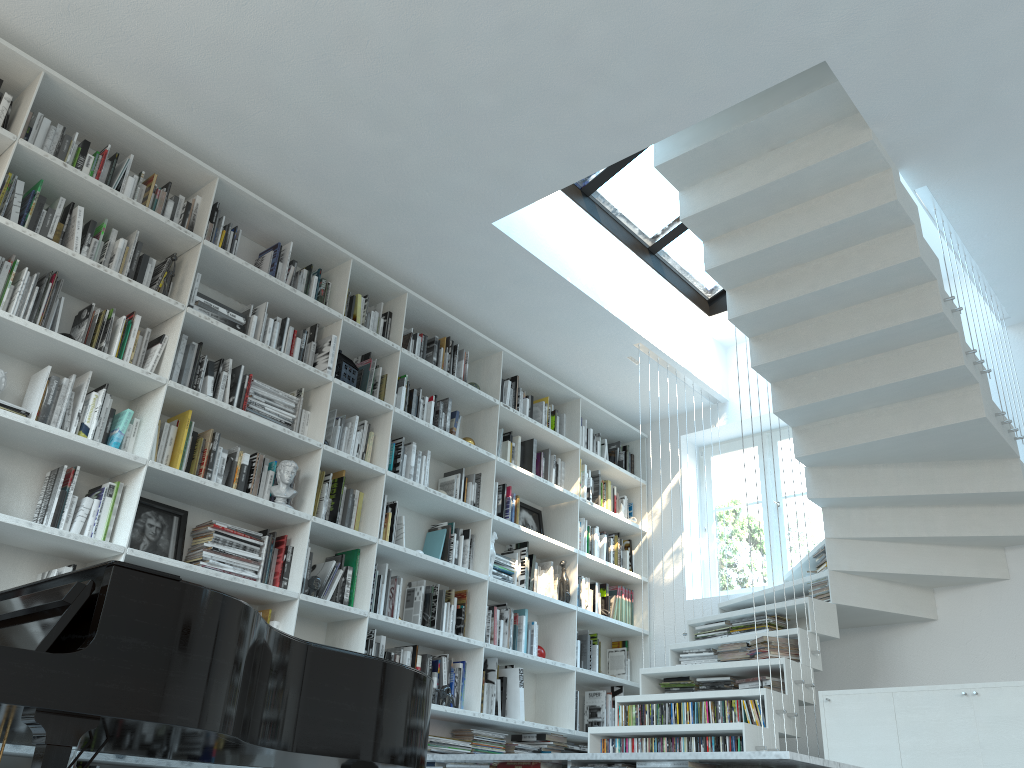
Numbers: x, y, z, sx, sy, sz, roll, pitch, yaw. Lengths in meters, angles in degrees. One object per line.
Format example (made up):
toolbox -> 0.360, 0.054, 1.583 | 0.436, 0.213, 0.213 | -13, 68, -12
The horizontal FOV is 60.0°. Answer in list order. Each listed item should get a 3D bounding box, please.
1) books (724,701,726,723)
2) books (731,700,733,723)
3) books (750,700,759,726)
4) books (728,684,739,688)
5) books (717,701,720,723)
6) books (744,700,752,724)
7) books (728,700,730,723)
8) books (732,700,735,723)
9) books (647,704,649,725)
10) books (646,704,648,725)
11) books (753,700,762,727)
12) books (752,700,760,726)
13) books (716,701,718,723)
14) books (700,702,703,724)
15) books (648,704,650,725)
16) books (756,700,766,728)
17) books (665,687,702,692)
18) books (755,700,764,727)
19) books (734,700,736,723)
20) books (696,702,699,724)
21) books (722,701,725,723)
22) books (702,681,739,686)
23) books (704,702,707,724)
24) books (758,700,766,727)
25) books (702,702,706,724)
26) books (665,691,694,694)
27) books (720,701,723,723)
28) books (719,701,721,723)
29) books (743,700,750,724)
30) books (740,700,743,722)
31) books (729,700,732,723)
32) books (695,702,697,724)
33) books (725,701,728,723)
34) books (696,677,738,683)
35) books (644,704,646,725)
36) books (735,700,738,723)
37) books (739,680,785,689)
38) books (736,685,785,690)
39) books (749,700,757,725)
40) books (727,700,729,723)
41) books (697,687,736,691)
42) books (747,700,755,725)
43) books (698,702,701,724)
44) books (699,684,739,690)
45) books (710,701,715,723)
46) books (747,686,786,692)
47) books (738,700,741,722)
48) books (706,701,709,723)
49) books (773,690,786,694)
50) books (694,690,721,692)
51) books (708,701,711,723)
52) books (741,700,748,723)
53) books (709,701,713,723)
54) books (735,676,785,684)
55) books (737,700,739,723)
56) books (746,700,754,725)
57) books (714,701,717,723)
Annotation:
books -> 1.037, 1.572, 4.195 | 0.007, 0.124, 0.125 | -18, -33, 37
books -> 1.065, 1.562, 4.173 | 0.010, 0.124, 0.125 | -18, -33, 37
books -> 1.152, 1.535, 4.104 | 0.035, 0.122, 0.125 | -18, -33, 37
books -> 1.124, 1.615, 4.714 | 0.186, 0.008, 0.130 | -18, -33, 36
books -> 1.012, 1.580, 4.215 | 0.008, 0.124, 0.125 | -18, -33, 37
books -> 1.128, 1.543, 4.123 | 0.035, 0.122, 0.125 | -18, -33, 37
books -> 1.054, 1.566, 4.181 | 0.008, 0.124, 0.125 | -18, -33, 37
books -> 1.071, 1.561, 4.169 | 0.010, 0.124, 0.125 | -18, -33, 37
books -> 0.716, 1.680, 4.448 | 0.009, 0.124, 0.125 | -18, -33, 37
books -> 0.709, 1.682, 4.453 | 0.007, 0.124, 0.125 | -18, -33, 37
books -> 1.163, 1.531, 4.095 | 0.035, 0.122, 0.125 | -18, -33, 37
books -> 1.158, 1.533, 4.099 | 0.036, 0.122, 0.125 | -18, -33, 37
books -> 1.006, 1.582, 4.220 | 0.007, 0.124, 0.125 | -18, -33, 37
books -> 0.941, 1.604, 4.270 | 0.009, 0.124, 0.125 | -18, -33, 37
books -> 0.721, 1.678, 4.443 | 0.009, 0.124, 0.125 | -18, -33, 37
books -> 1.175, 1.527, 4.085 | 0.036, 0.122, 0.125 | -18, -33, 37
books -> 0.945, 1.674, 4.836 | 0.181, 0.022, 0.141 | -14, -31, 31
books -> 1.169, 1.529, 4.090 | 0.034, 0.123, 0.125 | -18, -33, 37
books -> 1.077, 1.558, 4.163 | 0.008, 0.124, 0.125 | -18, -33, 37
books -> 0.926, 1.609, 4.282 | 0.009, 0.124, 0.125 | -18, -33, 37
books -> 1.031, 1.574, 4.199 | 0.009, 0.124, 0.125 | -18, -33, 37
books -> 1.121, 1.602, 4.716 | 0.179, 0.017, 0.133 | -21, -36, 40
books -> 0.961, 1.597, 4.255 | 0.013, 0.125, 0.125 | -18, -33, 37
books -> 1.182, 1.524, 4.081 | 0.034, 0.123, 0.125 | -18, -33, 37
books -> 0.950, 1.601, 4.263 | 0.016, 0.124, 0.125 | -18, -33, 37
books -> 0.949, 1.691, 4.834 | 0.198, 0.010, 0.132 | -21, -36, 40
books -> 1.024, 1.576, 4.205 | 0.010, 0.124, 0.125 | -18, -33, 37
books -> 1.017, 1.578, 4.211 | 0.008, 0.124, 0.125 | -18, -33, 37
books -> 1.121, 1.545, 4.128 | 0.034, 0.123, 0.125 | -18, -33, 37
books -> 1.100, 1.550, 4.145 | 0.008, 0.124, 0.125 | -18, -33, 37
books -> 1.059, 1.564, 4.177 | 0.008, 0.124, 0.125 | -18, -33, 37
books -> 0.919, 1.612, 4.288 | 0.013, 0.125, 0.125 | -18, -33, 37
books -> 1.043, 1.570, 4.190 | 0.007, 0.124, 0.125 | -18, -33, 37
books -> 1.106, 1.579, 4.706 | 0.194, 0.014, 0.178 | -15, -32, 32
books -> 0.702, 1.685, 4.458 | 0.010, 0.124, 0.125 | -18, -33, 37
books -> 1.083, 1.556, 4.159 | 0.008, 0.124, 0.125 | -18, -33, 37
books -> 1.275, 1.525, 4.471 | 0.141, 0.028, 0.223 | 17, -30, -26
books -> 1.267, 1.538, 4.460 | 0.161, 0.007, 0.255 | 17, -30, -25
books -> 1.146, 1.537, 4.109 | 0.034, 0.123, 0.125 | -18, -33, 37
books -> 1.049, 1.568, 4.186 | 0.008, 0.124, 0.125 | -18, -33, 37
books -> 1.112, 1.629, 4.692 | 0.150, 0.013, 0.220 | 26, -34, -37
books -> 1.140, 1.538, 4.113 | 0.034, 0.123, 0.125 | -18, -33, 37
books -> 0.934, 1.607, 4.276 | 0.011, 0.124, 0.125 | -18, -33, 37
books -> 1.103, 1.613, 4.688 | 0.155, 0.012, 0.189 | -21, -35, 39
books -> 0.989, 1.588, 4.233 | 0.018, 0.124, 0.125 | -18, -33, 37
books -> 1.253, 1.546, 4.448 | 0.172, 0.019, 0.241 | 14, -29, -21
books -> 1.094, 1.552, 4.150 | 0.007, 0.124, 0.125 | -18, -33, 37
books -> 0.968, 1.595, 4.250 | 0.009, 0.124, 0.125 | -18, -33, 37
books -> 1.270, 1.567, 4.449 | 0.136, 0.017, 0.289 | 15, -29, -22
books -> 1.103, 1.637, 4.677 | 0.226, 0.013, 0.185 | -17, -33, 34
books -> 0.974, 1.593, 4.245 | 0.007, 0.124, 0.125 | -18, -33, 37
books -> 1.108, 1.548, 4.139 | 0.011, 0.124, 0.125 | -18, -33, 37
books -> 0.981, 1.591, 4.239 | 0.012, 0.125, 0.125 | -18, -33, 37
books -> 1.266, 1.503, 4.475 | 0.169, 0.014, 0.213 | 17, -30, -25
books -> 1.089, 1.554, 4.154 | 0.008, 0.124, 0.125 | -18, -33, 37
books -> 1.134, 1.541, 4.118 | 0.036, 0.122, 0.125 | -18, -33, 37
books -> 0.999, 1.584, 4.224 | 0.009, 0.124, 0.125 | -18, -33, 37
